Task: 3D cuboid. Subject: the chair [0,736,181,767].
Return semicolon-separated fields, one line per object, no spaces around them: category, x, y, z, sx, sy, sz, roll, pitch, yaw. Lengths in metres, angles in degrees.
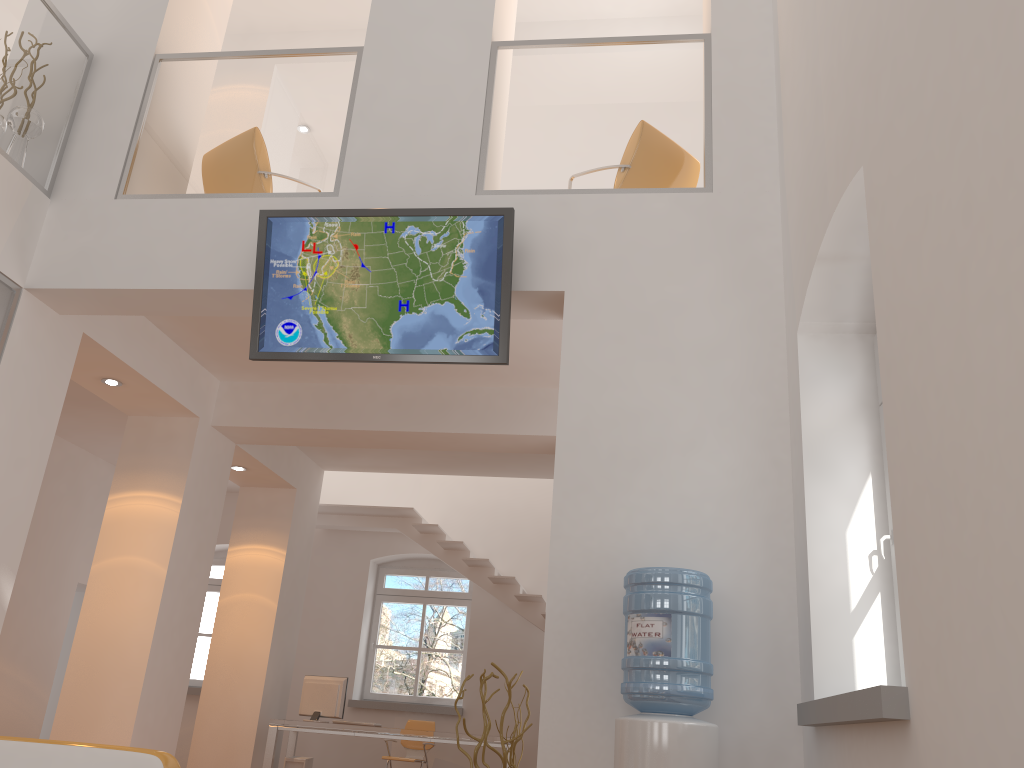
chair;-1.649;1.439;2.689;0.923;0.661;0.825;3;-21;4

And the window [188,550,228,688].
window;-3.483;2.954;11.169;1.308;1.737;0.142;1;-21;9

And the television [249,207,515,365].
television;-0.691;-0.519;4.673;1.388;0.803;0.266;1;-21;9

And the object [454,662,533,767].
object;-0.047;1.872;4.090;0.284;1.112;0.655;-7;-24;28

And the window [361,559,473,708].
window;-1.102;3.004;10.811;1.308;1.737;0.142;1;-21;9

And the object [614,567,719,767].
object;0.617;1.512;3.553;0.436;1.490;0.436;7;-21;-5

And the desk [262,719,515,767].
desk;-1.128;3.674;8.431;2.239;0.750;1.092;5;-21;-1

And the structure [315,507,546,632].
structure;-0.400;2.584;8.625;4.630;3.042;3.450;1;-21;9

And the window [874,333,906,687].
window;1.514;0.290;3.153;0.142;1.627;1.302;1;-21;9

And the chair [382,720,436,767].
chair;-1.093;3.978;9.336;0.495;0.829;0.464;-5;-23;22

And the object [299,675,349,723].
object;-1.858;3.025;8.527;0.516;0.418;0.245;-12;-27;36

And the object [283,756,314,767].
object;-2.088;3.842;8.580;0.200;0.422;0.474;5;-21;-1

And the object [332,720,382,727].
object;-1.537;3.366;8.802;0.467;0.031;0.200;-3;-22;18
